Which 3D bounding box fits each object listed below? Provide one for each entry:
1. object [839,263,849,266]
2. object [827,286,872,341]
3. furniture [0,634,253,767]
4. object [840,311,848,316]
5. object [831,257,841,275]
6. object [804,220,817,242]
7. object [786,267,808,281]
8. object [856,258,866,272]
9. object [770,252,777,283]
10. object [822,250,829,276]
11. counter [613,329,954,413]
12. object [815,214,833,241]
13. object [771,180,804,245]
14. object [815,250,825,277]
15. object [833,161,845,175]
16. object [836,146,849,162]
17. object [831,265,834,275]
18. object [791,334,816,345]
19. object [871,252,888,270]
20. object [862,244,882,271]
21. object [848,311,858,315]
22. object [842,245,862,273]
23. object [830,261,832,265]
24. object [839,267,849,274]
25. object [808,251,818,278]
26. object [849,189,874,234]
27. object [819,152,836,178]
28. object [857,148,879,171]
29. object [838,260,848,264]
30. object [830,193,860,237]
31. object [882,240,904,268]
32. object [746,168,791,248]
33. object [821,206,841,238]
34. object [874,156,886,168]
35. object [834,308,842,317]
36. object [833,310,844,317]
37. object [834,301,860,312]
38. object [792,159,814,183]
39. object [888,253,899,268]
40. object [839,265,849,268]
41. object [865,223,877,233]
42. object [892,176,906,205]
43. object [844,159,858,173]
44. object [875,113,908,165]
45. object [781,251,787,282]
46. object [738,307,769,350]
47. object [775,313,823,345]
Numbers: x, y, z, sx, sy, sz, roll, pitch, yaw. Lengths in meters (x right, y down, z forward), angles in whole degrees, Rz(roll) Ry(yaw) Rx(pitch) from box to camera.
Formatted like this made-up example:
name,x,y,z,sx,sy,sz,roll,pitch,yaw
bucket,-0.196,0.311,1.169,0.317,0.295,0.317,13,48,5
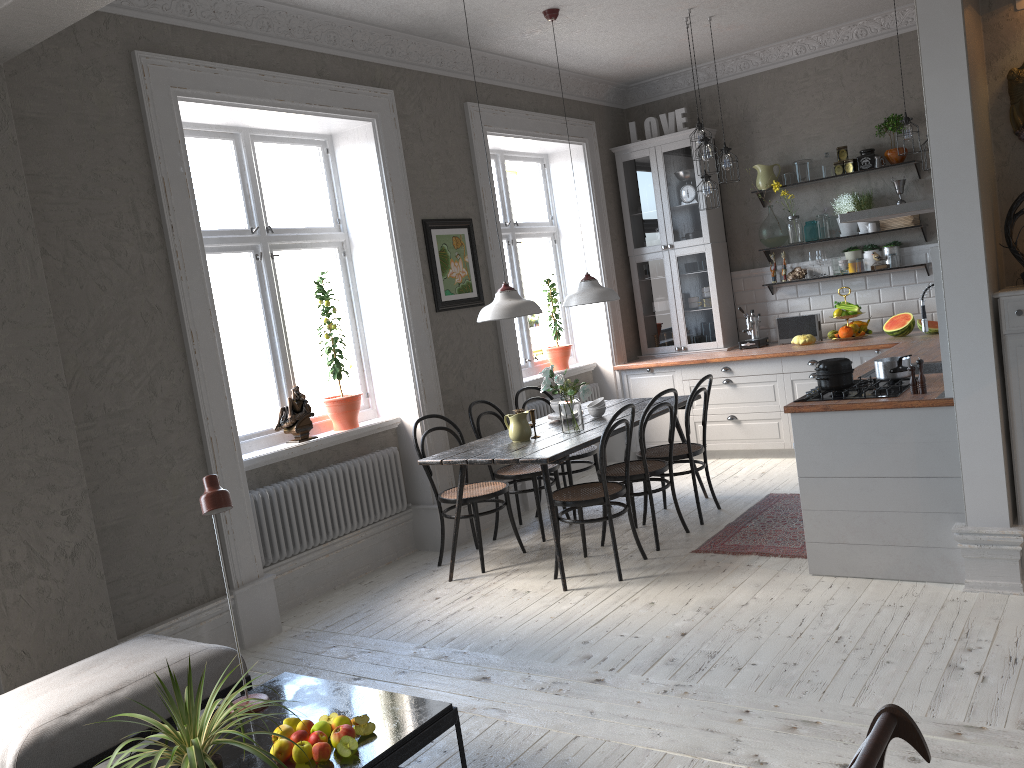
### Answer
name,x,y,z,sx,sy,sz,roll,pitch,yaw
object,2.683,-0.950,7.158,0.079,0.051,0.075,-12,7,-35
object,2.686,-0.570,7.104,0.347,0.426,0.356,-6,6,21
furniture,-1.433,1.241,3.119,0.571,0.476,0.844,-4,7,36
object,2.649,-0.551,7.064,0.062,0.061,0.068,-4,7,36
object,2.653,-0.962,7.231,0.078,0.139,0.079,-8,6,9
object,2.499,-1.270,7.374,0.123,0.172,0.128,-4,7,39
object,2.393,-0.929,7.445,0.175,0.111,0.097,-7,6,13
object,2.808,-0.960,7.137,0.076,0.108,0.079,-5,6,29
object,2.239,-0.996,7.589,0.053,0.264,0.062,-8,6,7
object,2.583,-1.002,7.343,0.080,0.217,0.083,-6,6,22
counter,1.672,-0.102,6.140,3.098,0.039,3.457,-4,7,36
object,2.542,-1.280,7.229,0.127,0.206,0.122,-12,7,-31
object,2.275,-1.421,7.318,0.188,0.540,0.285,-5,6,28
object,2.533,-0.987,7.268,0.080,0.217,0.083,-6,6,22
object,2.636,-1.726,7.115,0.081,0.113,0.084,-4,7,36
object,2.640,-1.837,7.074,0.082,0.113,0.083,-7,6,16
object,2.677,-0.945,7.313,0.079,0.083,0.076,-12,7,-36
object,2.359,-0.358,7.166,0.193,0.083,0.193,-4,7,36
object,2.921,-0.984,7.044,0.118,0.147,0.101,-8,6,4
object,2.908,-1.027,7.154,0.150,0.214,0.170,-11,6,-24
object,2.714,-0.559,7.061,0.075,0.062,0.101,-7,6,9
object,2.779,-1.021,7.235,0.155,0.217,0.157,-7,6,16
object,2.672,-0.978,7.309,0.079,0.083,0.076,-12,7,-36
object,2.688,-0.916,7.161,0.076,0.051,0.078,-5,6,29
object,2.517,-0.997,7.395,0.080,0.217,0.083,-6,6,22
object,2.806,-1.391,7.070,0.184,0.380,0.169,-9,6,-3
object,2.592,-1.787,7.261,0.140,0.220,0.139,-9,6,-4
object,2.827,-1.777,7.030,0.139,0.174,0.145,-4,7,36
object,2.679,-0.975,7.155,0.076,0.051,0.078,-6,6,22
object,2.733,-1.380,7.189,0.239,0.354,0.240,-12,7,-36
object,3.045,-1.038,7.068,0.155,0.213,0.156,-5,7,33
object,2.152,-1.485,7.447,0.333,0.675,0.339,-8,6,4
object,2.645,-1.334,7.336,0.128,0.264,0.134,-3,8,41
object,2.863,-1.729,6.890,0.091,0.096,0.076,-4,7,36
object,2.604,-0.569,7.073,0.080,0.069,0.058,-12,7,-35
object,2.639,-0.564,7.145,0.094,0.078,0.102,-6,6,23
object,2.673,-0.622,7.069,0.206,0.101,0.068,-3,8,42
object,2.397,-1.744,7.287,0.174,0.185,0.170,-10,6,-15
object,3.000,-0.972,6.969,0.076,0.108,0.079,-5,6,29
object,2.686,-0.933,7.159,0.076,0.051,0.078,-5,6,29
object,2.844,-1.234,6.995,0.063,0.071,0.104,-11,6,-23
object,3.035,-1.474,6.923,0.129,0.288,0.132,-6,6,21
object,2.704,-1.731,7.062,0.084,0.113,0.081,-14,8,-44
object,2.969,-1.893,6.848,0.245,0.397,0.256,-12,6,-29
object,2.314,-1.000,7.517,0.062,0.264,0.052,-10,6,-18
object,2.019,-0.487,7.522,0.201,0.370,0.360,-4,7,36
object,2.390,-0.455,7.380,0.344,0.226,0.090,-4,7,35
